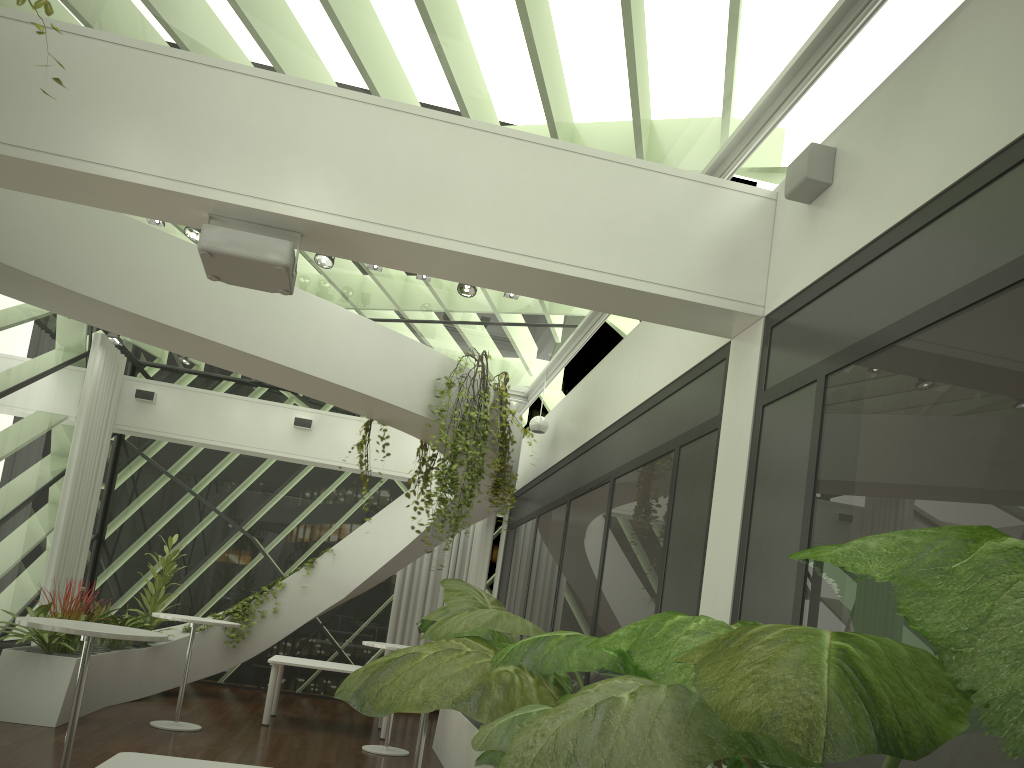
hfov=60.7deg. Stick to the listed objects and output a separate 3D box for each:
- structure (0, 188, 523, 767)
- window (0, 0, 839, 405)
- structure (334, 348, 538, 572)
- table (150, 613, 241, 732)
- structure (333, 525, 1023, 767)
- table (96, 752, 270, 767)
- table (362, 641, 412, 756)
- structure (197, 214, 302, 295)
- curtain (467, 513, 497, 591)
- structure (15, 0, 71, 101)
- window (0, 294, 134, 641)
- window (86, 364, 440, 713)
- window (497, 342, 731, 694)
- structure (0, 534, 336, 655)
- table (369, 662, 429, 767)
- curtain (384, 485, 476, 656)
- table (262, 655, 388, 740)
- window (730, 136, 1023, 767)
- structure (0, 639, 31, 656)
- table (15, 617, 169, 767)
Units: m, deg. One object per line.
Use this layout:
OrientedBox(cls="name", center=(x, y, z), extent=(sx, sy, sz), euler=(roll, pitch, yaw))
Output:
OrientedBox(cls="structure", center=(-1.123, -0.226, 0.561), extent=(5.925, 4.121, 25.030), euler=(9, -15, -2))
OrientedBox(cls="window", center=(-1.458, -1.881, 5.489), extent=(5.711, 0.054, 17.132), euler=(10, -16, -8))
OrientedBox(cls="structure", center=(-0.702, 0.690, 8.086), extent=(1.438, 2.029, 1.674), euler=(-2, -14, 45))
OrientedBox(cls="table", center=(-3.275, 2.910, 8.825), extent=(0.852, 1.073, 0.882), euler=(3, -11, 26))
OrientedBox(cls="structure", center=(-0.158, 1.930, 5.178), extent=(1.789, 1.674, 9.118), euler=(10, -15, -8))
OrientedBox(cls="table", center=(-0.837, 1.868, 3.171), extent=(1.507, 0.703, 1.093), euler=(10, -13, -9))
OrientedBox(cls="table", center=(-1.222, 3.300, 9.166), extent=(0.852, 1.073, 0.882), euler=(3, -11, 26))
OrientedBox(cls="structure", center=(-1.307, -0.655, 4.387), extent=(0.464, 0.270, 0.397), euler=(10, -13, -9))
OrientedBox(cls="curtain", center=(-0.492, 2.809, 12.782), extent=(0.161, 4.005, 1.015), euler=(9, -7, -9))
OrientedBox(cls="structure", center=(-2.002, -1.167, 2.372), extent=(4.639, 2.264, 1.481), euler=(-5, -16, 44))
OrientedBox(cls="window", center=(-4.539, -0.195, 4.762), extent=(0.084, 4.525, 17.165), euler=(9, -15, -8))
OrientedBox(cls="window", center=(-3.233, 2.410, 13.388), extent=(5.763, 4.550, 0.038), euler=(10, -7, -9))
OrientedBox(cls="window", center=(0.425, 2.211, 8.342), extent=(0.050, 3.163, 7.358), euler=(9, -14, -8))
OrientedBox(cls="structure", center=(-4.208, 2.328, 10.123), extent=(2.024, 1.632, 4.925), euler=(3, -15, 22))
OrientedBox(cls="table", center=(-0.587, 2.408, 5.655), extent=(0.852, 1.073, 0.882), euler=(3, -11, 26))
OrientedBox(cls="curtain", center=(-1.145, 2.912, 13.483), extent=(1.236, 4.005, 0.162), euler=(10, -7, -10))
OrientedBox(cls="table", center=(-2.131, 3.684, 10.321), extent=(1.507, 0.703, 1.093), euler=(10, -13, -9))
OrientedBox(cls="window", center=(1.759, 0.339, 0.967), extent=(0.050, 3.163, 7.267), euler=(9, -14, -8))
OrientedBox(cls="structure", center=(-4.798, 1.988, 5.235), extent=(0.260, 0.491, 15.508), euler=(9, -16, -8))
OrientedBox(cls="table", center=(-2.640, 2.018, 5.313), extent=(0.852, 1.073, 0.882), euler=(3, -11, 26))
